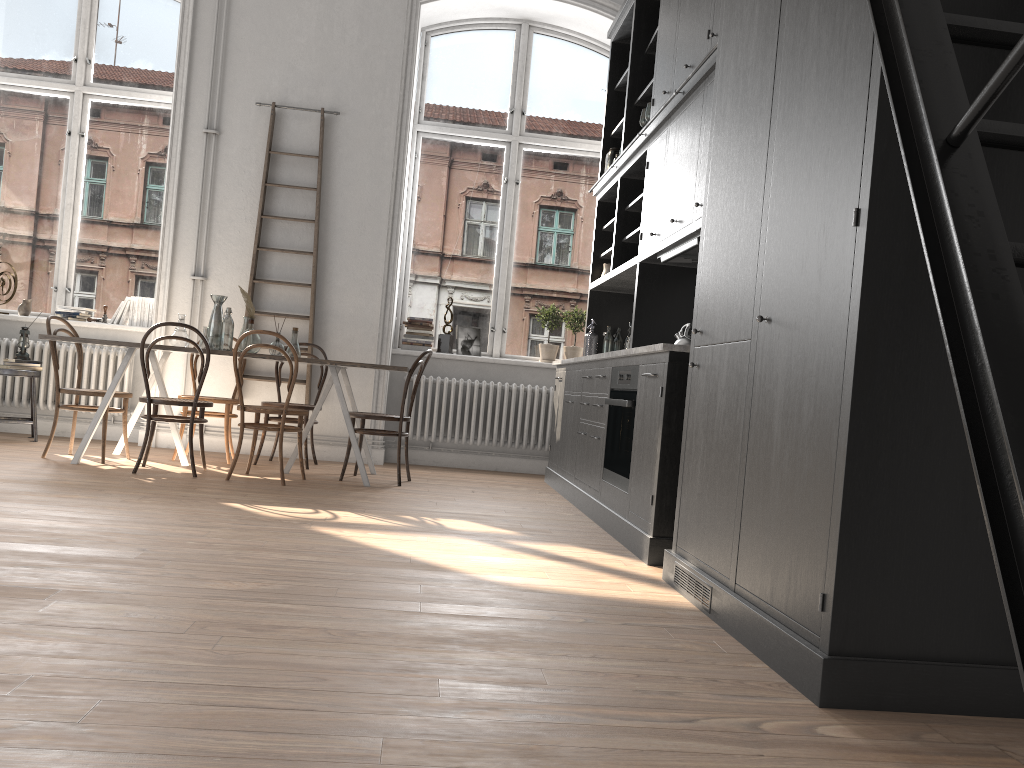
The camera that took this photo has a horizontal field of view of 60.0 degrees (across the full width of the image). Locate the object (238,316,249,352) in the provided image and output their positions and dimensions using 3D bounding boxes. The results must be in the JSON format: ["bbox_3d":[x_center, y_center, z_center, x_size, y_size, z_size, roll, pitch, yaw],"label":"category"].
[{"bbox_3d":[-1.819,-0.332,6.067,0.098,0.255,0.100,5,0,-29],"label":"object"}]

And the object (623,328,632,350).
[{"bbox_3d":[0.896,-0.281,6.804,0.086,0.301,0.086,5,0,40],"label":"object"}]

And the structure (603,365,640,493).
[{"bbox_3d":[0.830,0.243,4.622,0.618,0.623,0.622,5,0,-6],"label":"structure"}]

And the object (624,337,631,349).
[{"bbox_3d":[0.884,-0.244,6.676,0.132,0.219,0.120,5,0,-6],"label":"object"}]

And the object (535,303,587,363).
[{"bbox_3d":[0.424,-0.431,7.662,0.500,0.524,0.234,5,0,-16],"label":"object"}]

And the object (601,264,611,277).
[{"bbox_3d":[0.751,-0.846,6.831,0.127,0.144,0.115,5,0,-27],"label":"object"}]

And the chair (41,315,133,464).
[{"bbox_3d":[-2.785,0.031,5.834,0.549,0.920,0.438,5,0,3],"label":"chair"}]

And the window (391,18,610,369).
[{"bbox_3d":[6.307,-5.449,11.381,14.386,15.935,26.396,5,0,-6],"label":"window"}]

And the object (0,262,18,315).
[{"bbox_3d":[-4.132,-0.777,7.180,0.347,0.425,0.087,5,0,27],"label":"object"}]

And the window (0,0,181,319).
[{"bbox_3d":[-3.639,-1.993,7.408,1.622,2.843,0.013,5,0,-6],"label":"window"}]

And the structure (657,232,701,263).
[{"bbox_3d":[1.052,-0.720,4.642,0.379,0.123,0.843,5,0,-6],"label":"structure"}]

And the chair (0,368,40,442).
[{"bbox_3d":[-3.747,0.150,6.652,0.364,0.523,0.360,5,0,-32],"label":"chair"}]

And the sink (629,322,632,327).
[{"bbox_3d":[0.751,-0.183,6.170,0.514,0.504,0.526,5,0,-6],"label":"sink"}]

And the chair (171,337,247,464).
[{"bbox_3d":[-2.174,0.089,6.429,0.438,0.920,0.549,5,0,-8],"label":"chair"}]

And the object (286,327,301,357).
[{"bbox_3d":[-1.496,-0.282,6.093,0.101,0.212,0.101,5,0,34],"label":"object"}]

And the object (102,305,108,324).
[{"bbox_3d":[-3.314,-0.568,7.224,0.048,0.153,0.088,5,0,-36],"label":"object"}]

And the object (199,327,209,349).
[{"bbox_3d":[-2.067,-0.306,5.969,0.083,0.158,0.083,5,0,-10],"label":"object"}]

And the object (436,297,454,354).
[{"bbox_3d":[-0.553,-0.500,7.560,0.122,0.488,0.102,5,0,19],"label":"object"}]

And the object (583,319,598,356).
[{"bbox_3d":[0.613,-0.332,6.867,0.109,0.349,0.109,5,0,-25],"label":"object"}]

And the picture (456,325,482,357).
[{"bbox_3d":[-0.381,-0.365,7.620,0.221,0.264,0.149,5,0,-22],"label":"picture"}]

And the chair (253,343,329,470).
[{"bbox_3d":[-1.614,0.140,6.565,0.438,0.920,0.549,5,0,1],"label":"chair"}]

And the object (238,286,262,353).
[{"bbox_3d":[-1.737,-0.422,5.913,0.156,0.446,0.157,5,0,12],"label":"object"}]

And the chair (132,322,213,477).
[{"bbox_3d":[-2.087,0.090,5.493,0.438,0.920,0.549,5,0,-10],"label":"chair"}]

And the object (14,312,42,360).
[{"bbox_3d":[-3.666,-0.371,6.722,0.163,0.383,0.154,5,0,-32],"label":"object"}]

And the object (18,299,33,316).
[{"bbox_3d":[-3.953,-0.620,7.195,0.100,0.142,0.102,5,0,-31],"label":"object"}]

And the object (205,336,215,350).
[{"bbox_3d":[-2.000,-0.269,5.881,0.058,0.094,0.058,5,0,22],"label":"object"}]

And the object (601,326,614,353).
[{"bbox_3d":[0.735,-0.295,6.815,0.086,0.301,0.086,5,0,-20],"label":"object"}]

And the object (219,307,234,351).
[{"bbox_3d":[-1.922,-0.366,5.984,0.086,0.301,0.086,5,0,-20],"label":"object"}]

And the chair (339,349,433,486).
[{"bbox_3d":[-0.852,0.202,6.007,0.549,0.920,0.438,5,0,7],"label":"chair"}]

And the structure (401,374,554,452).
[{"bbox_3d":[-0.178,0.251,7.442,1.577,0.552,0.194,5,0,-6],"label":"structure"}]

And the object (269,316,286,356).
[{"bbox_3d":[-1.585,-0.326,6.008,0.107,0.283,0.106,5,0,-11],"label":"object"}]

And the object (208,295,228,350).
[{"bbox_3d":[-2.027,-0.415,6.085,0.116,0.383,0.116,5,0,6],"label":"object"}]

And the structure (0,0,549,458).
[{"bbox_3d":[-1.843,-1.659,7.182,5.182,4.474,0.340,5,0,-6],"label":"structure"}]

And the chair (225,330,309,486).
[{"bbox_3d":[-1.503,0.141,5.516,0.438,0.920,0.549,5,0,5],"label":"chair"}]

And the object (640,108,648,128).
[{"bbox_3d":[0.876,-1.685,5.810,0.083,0.221,0.083,5,0,26],"label":"object"}]

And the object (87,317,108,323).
[{"bbox_3d":[-3.409,-0.524,7.271,0.088,0.048,0.153,5,0,34],"label":"object"}]

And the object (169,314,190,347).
[{"bbox_3d":[-2.178,-0.348,5.829,0.132,0.219,0.132,5,0,-16],"label":"object"}]

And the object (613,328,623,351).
[{"bbox_3d":[0.822,-0.287,6.903,0.086,0.301,0.086,5,0,9],"label":"object"}]

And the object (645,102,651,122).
[{"bbox_3d":[0.892,-1.685,5.679,0.083,0.221,0.083,5,0,41],"label":"object"}]
